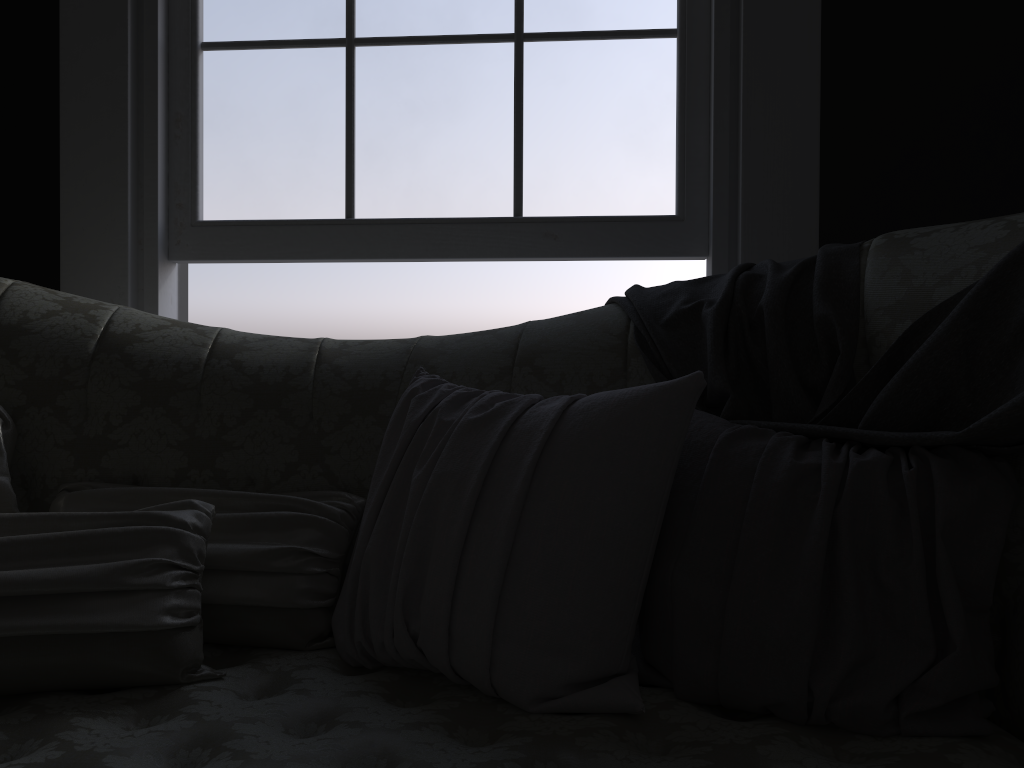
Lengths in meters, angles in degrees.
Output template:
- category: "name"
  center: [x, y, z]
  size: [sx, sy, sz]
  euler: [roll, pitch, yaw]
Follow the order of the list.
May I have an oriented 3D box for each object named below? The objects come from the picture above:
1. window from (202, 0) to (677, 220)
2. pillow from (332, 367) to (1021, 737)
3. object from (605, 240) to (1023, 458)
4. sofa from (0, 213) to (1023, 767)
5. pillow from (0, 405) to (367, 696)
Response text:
- category: "window"
  center: [-0.196, -1.223, 2.198]
  size: [1.263, 1.672, 0.056]
  euler: [0, 1, 5]
- category: "pillow"
  center: [0.187, 0.200, 1.263]
  size: [0.964, 0.461, 0.405]
  euler: [0, 0, 12]
- category: "object"
  center: [0.643, 0.025, 1.372]
  size: [0.517, 0.585, 1.367]
  euler: [0, 0, -36]
- category: "sofa"
  center: [-0.326, 0.307, 1.355]
  size: [2.813, 1.161, 1.606]
  euler: [0, 0, 6]
- category: "pillow"
  center: [-0.812, 0.216, 1.325]
  size: [1.105, 0.416, 0.529]
  euler: [0, 0, 5]
